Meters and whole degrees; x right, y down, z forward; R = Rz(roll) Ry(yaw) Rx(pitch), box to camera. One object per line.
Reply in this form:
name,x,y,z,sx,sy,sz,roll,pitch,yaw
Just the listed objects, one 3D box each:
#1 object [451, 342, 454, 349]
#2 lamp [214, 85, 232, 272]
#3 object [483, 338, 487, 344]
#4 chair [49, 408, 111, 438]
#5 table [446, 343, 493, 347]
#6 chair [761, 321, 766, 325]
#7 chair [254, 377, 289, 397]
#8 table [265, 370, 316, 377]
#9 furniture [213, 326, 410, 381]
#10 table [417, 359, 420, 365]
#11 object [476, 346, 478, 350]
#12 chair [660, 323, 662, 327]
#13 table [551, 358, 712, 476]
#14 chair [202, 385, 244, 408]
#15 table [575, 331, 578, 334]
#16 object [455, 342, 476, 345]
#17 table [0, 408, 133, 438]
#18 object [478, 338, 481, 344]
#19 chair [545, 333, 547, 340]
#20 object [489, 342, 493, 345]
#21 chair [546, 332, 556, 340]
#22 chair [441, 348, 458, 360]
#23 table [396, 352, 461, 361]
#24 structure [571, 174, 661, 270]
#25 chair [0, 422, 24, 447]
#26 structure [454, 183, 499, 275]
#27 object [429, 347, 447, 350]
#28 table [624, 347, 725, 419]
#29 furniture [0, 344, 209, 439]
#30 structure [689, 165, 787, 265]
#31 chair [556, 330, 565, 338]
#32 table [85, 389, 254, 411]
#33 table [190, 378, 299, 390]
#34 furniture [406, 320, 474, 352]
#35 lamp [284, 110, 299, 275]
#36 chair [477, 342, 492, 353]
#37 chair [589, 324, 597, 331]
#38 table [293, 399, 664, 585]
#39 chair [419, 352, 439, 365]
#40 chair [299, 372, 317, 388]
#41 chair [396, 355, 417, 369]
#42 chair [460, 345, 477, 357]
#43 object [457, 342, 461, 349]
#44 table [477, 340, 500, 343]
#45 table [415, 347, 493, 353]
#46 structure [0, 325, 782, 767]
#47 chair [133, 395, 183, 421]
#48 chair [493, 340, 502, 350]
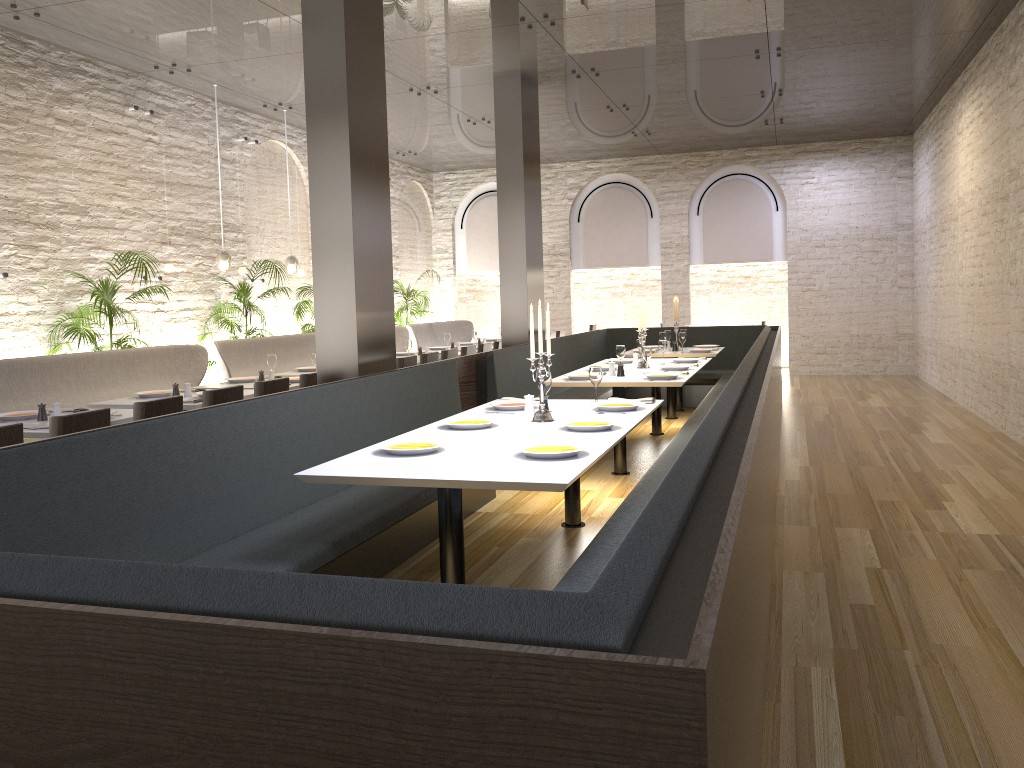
object,-0.814,-0.524,12.130,0.059,0.109,0.059,-4,4,-37
lamp,-3.206,-2.249,9.726,0.178,2.036,0.178,1,4,38
object,-0.405,-0.638,13.204,0.059,0.109,0.059,-4,4,-37
chair,-2.437,0.594,4.674,0.565,0.904,0.413,-1,4,17
table,-0.425,-0.207,13.262,0.936,0.758,1.013,0,5,17
chair,4.296,-0.681,15.969,0.565,0.904,0.413,-1,4,17
chair,-1.908,0.418,6.367,0.565,0.904,0.413,-1,4,17
table,-1.780,0.245,8.922,0.936,0.758,1.013,0,5,17
furniture,-2.035,-0.079,10.644,0.708,1.094,4.489,-1,5,17
table,-1.434,0.130,10.029,0.936,0.758,1.013,0,5,17
object,-0.513,-0.491,12.108,0.322,0.036,0.322,-6,7,-35
chair,3.045,-0.680,16.361,0.565,0.904,0.413,-1,4,17
table,1.157,0.238,8.027,1.100,0.758,2.546,0,5,17
chair,-2.077,0.474,5.828,0.565,0.904,0.413,-1,4,17
table,0.704,-0.605,17.104,0.936,0.758,1.013,0,5,17
object,-0.697,-0.600,13.322,0.322,0.036,0.322,-6,7,-35
table,-2.835,0.597,5.541,0.936,0.758,1.013,0,5,17
object,-0.485,-0.633,13.182,0.059,0.109,0.059,-4,4,-37
chair,0.222,-0.293,13.192,0.565,0.904,0.413,-1,4,17
object,-0.185,-0.601,13.159,0.322,0.036,0.322,-6,7,-35
chair,0.389,-0.349,13.726,0.565,0.904,0.413,-1,4,17
chair,-0.884,0.076,9.650,0.565,0.904,0.413,-1,4,17
table,-1.086,0.013,11.145,0.936,0.758,1.013,0,5,17
structure,1.844,-2.913,15.859,1.633,1.671,0.098,0,3,17
chair,-2.605,0.650,4.135,0.565,0.904,0.413,-1,4,17
structure,-0.313,-2.910,16.535,1.633,1.671,0.098,0,3,17
object,-1.025,-0.491,12.270,0.322,0.036,0.322,-6,7,-35
table,1.918,-0.015,10.463,1.100,0.758,1.191,0,5,17
furniture,-3.416,0.382,6.223,0.708,1.094,4.489,-1,5,17
structure,3.867,-2.916,15.226,1.633,1.671,0.098,0,3,17
chair,0.561,-0.406,14.276,0.565,0.904,0.413,-1,4,17
table,-2.463,0.473,6.733,0.936,0.758,1.013,0,5,17
table,-2.126,0.360,7.813,0.936,0.758,1.013,0,5,17
furniture,-0.941,-0.443,14.148,0.707,1.094,2.592,-1,5,17
lamp,-2.788,-2.388,11.063,0.178,2.036,0.178,-2,3,2
chair,-0.538,-0.039,10.755,0.565,0.904,0.413,-1,4,17
chair,1.323,-0.677,16.900,0.565,0.904,0.413,-1,4,17
table,0.061,0.604,4.515,1.100,0.758,2.546,0,5,17
chair,-1.051,0.132,9.112,0.565,0.904,0.413,-1,4,17
chair,-1.732,0.359,6.933,0.565,0.904,0.413,-1,4,17
chair,-1.218,0.187,8.578,0.565,0.904,0.413,-1,4,17
chair,-0.707,0.017,10.214,0.565,0.904,0.413,-1,4,17
object,-0.733,-0.528,12.153,0.059,0.109,0.059,-4,4,-37
table,-0.086,-0.320,14.348,0.936,0.758,1.013,0,5,17
table,-0.753,-0.098,12.210,0.936,0.758,1.013,0,5,17
structure,0.704,0.275,6.514,2.371,0.998,10.779,0,6,17
chair,-2.260,0.535,5.240,0.565,0.904,0.413,-1,4,17
chair,-0.363,-0.098,11.317,0.565,0.904,0.413,-1,4,17
